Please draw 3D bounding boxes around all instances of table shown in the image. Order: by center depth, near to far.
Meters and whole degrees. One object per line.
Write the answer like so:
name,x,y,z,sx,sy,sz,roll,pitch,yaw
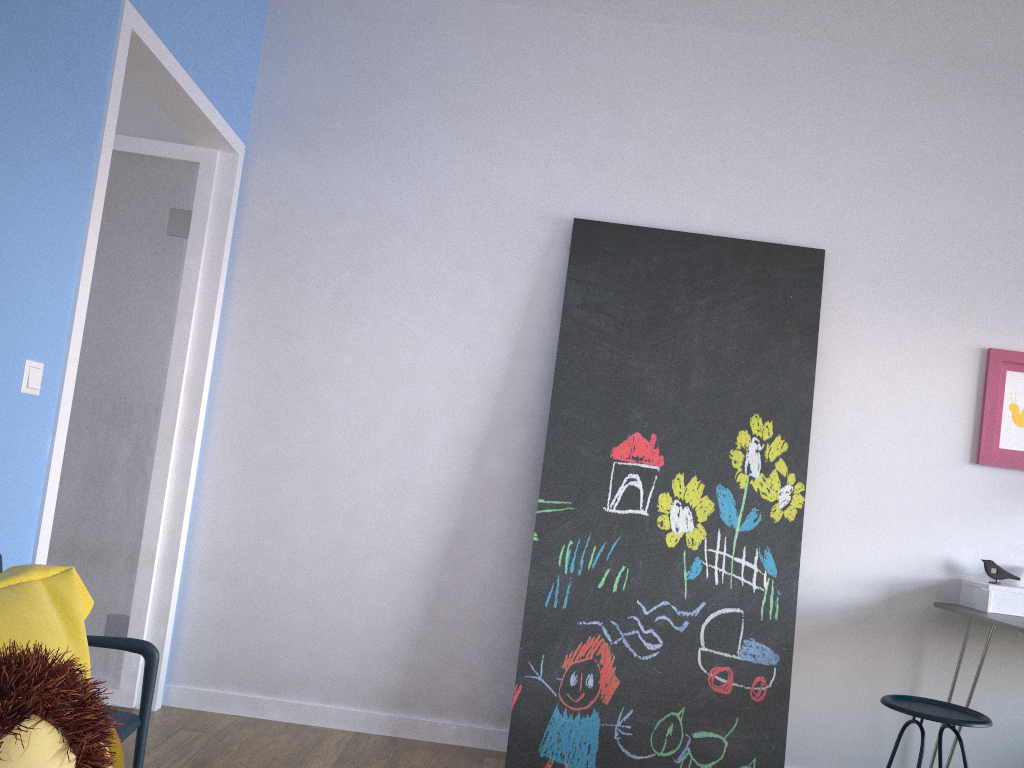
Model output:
table,2.148,1.217,2.852,1.335,0.756,0.811,7,-5,1

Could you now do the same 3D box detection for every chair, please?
chair,-1.041,0.725,1.838,0.416,0.672,0.514,8,-4,-2
chair,1.317,1.256,2.803,0.325,0.460,0.365,7,-4,1

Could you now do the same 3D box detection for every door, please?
door,-1.652,0.019,2.810,0.998,2.121,1.037,7,-4,1

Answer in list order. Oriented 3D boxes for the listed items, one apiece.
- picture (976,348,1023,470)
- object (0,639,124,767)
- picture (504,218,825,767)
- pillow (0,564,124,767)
picture,2.343,0.156,3.316,1.153,0.439,0.027,7,-3,1
object,-0.444,0.407,0.772,0.250,0.340,0.288,4,-6,35
picture,0.578,0.416,3.200,0.958,2.012,0.208,7,-3,1
pillow,-0.828,0.255,0.716,0.679,0.529,1.351,7,-6,2
